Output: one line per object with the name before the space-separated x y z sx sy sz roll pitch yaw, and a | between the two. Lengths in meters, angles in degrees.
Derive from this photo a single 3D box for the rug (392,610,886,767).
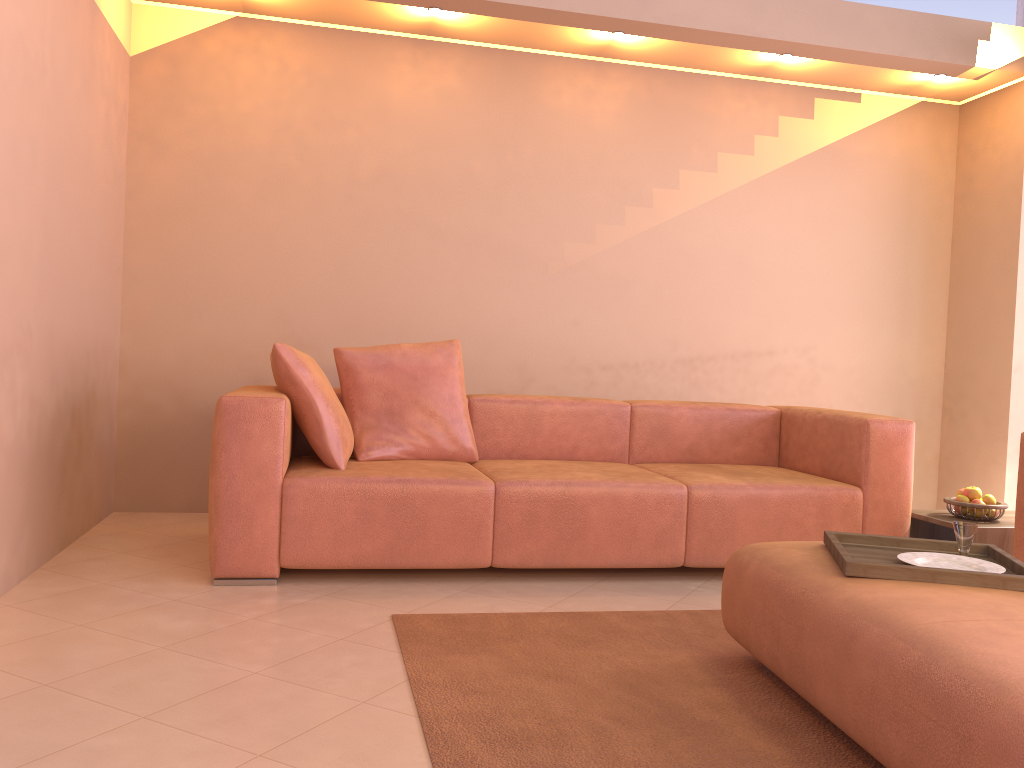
rug | 0.793 0.806 1.702 1.833 0.005 2.626 2 1 -12

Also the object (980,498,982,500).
object | 1.916 0.501 3.627 0.076 0.065 0.077 3 1 -1

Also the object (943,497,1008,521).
object | 1.889 0.513 3.619 0.235 0.071 0.235 2 1 -20

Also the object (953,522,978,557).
object | 1.192 0.414 2.337 0.061 0.091 0.061 2 1 -28

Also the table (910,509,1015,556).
table | 2.134 0.693 3.681 0.918 0.268 0.412 2 1 -12

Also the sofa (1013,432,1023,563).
sofa | 2.521 0.547 1.938 0.943 0.672 2.781 2 1 -12

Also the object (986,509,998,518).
object | 1.931 0.518 3.570 0.055 0.046 0.046 2 2 -34

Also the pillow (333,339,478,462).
pillow | -0.449 0.060 3.766 0.582 0.528 0.302 2 1 -29

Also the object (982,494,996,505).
object | 1.922 0.470 3.571 0.051 0.053 0.045 3 1 11

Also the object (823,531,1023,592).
object | 1.040 0.441 2.236 0.436 0.034 0.421 3 1 13

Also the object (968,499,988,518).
object | 1.873 0.500 3.566 0.072 0.076 0.074 3 1 -2

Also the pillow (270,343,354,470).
pillow | -0.786 0.091 3.501 0.335 0.486 0.554 2 1 -16

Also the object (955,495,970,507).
object | 1.827 0.474 3.598 0.045 0.047 0.055 2 2 -35

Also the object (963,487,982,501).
object | 1.874 0.449 3.610 0.069 0.061 0.068 4 2 39

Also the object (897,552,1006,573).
object | 1.077 0.448 2.180 0.240 0.018 0.240 4 2 42

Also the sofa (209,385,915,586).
sofa | 0.212 0.399 3.773 2.781 0.672 0.943 2 1 -12

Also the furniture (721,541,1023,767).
furniture | 1.016 0.611 1.982 0.685 0.301 1.291 3 1 -7

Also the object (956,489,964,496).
object | 1.865 0.455 3.663 0.054 0.046 0.047 2 1 -26
